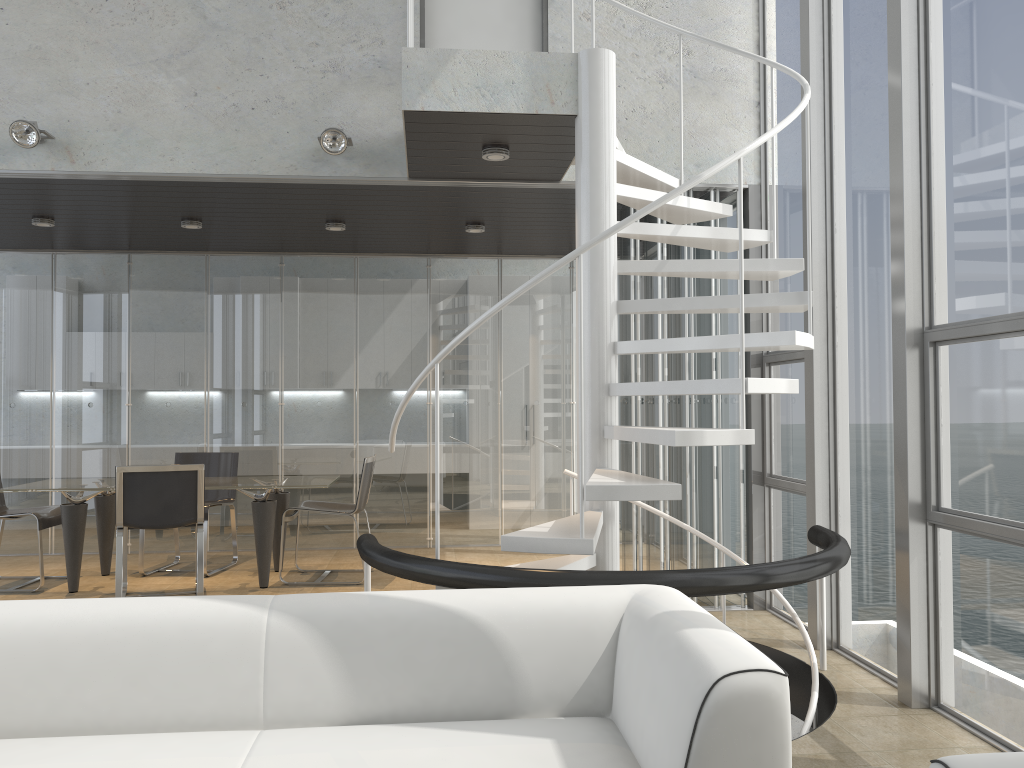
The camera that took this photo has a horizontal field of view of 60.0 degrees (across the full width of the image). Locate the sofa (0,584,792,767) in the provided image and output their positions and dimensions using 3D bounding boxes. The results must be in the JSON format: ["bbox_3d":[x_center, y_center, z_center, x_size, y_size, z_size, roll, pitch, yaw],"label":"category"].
[{"bbox_3d":[-0.696,0.959,2.342,2.601,0.638,0.971,0,-1,-6],"label":"sofa"}]

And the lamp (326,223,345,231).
[{"bbox_3d":[-1.353,-1.206,6.800,0.149,0.038,0.149,-1,-1,9],"label":"lamp"}]

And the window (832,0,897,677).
[{"bbox_3d":[1.754,-1.456,4.363,0.010,5.653,0.742,0,-1,-6],"label":"window"}]

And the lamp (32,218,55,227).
[{"bbox_3d":[-3.485,-1.201,6.593,0.149,0.038,0.149,-1,-1,9],"label":"lamp"}]

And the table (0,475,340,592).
[{"bbox_3d":[-2.469,1.100,6.635,2.250,0.733,0.900,0,-1,-6],"label":"table"}]

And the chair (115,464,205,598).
[{"bbox_3d":[-2.397,0.998,6.063,0.546,0.922,0.660,0,-2,-21],"label":"chair"}]

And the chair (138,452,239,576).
[{"bbox_3d":[-2.563,1.024,7.089,0.546,0.922,0.660,0,-1,4],"label":"chair"}]

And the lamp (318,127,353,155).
[{"bbox_3d":[-1.054,-1.429,5.282,0.197,0.154,0.254,0,-1,-6],"label":"lamp"}]

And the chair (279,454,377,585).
[{"bbox_3d":[-1.372,1.009,6.731,0.660,0.922,0.546,0,-1,-1],"label":"chair"}]

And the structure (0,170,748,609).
[{"bbox_3d":[-3.045,-1.930,2.774,9.817,6.605,10.665,0,-1,-7],"label":"structure"}]

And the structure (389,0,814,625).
[{"bbox_3d":[-1.839,0.992,5.519,6.700,6.900,4.916,0,-1,-6],"label":"structure"}]

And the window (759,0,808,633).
[{"bbox_3d":[1.651,-1.432,5.270,0.050,5.700,0.800,0,-1,-6],"label":"window"}]

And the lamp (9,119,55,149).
[{"bbox_3d":[-2.777,-1.425,5.114,0.197,0.154,0.254,0,-1,-6],"label":"lamp"}]

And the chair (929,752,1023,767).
[{"bbox_3d":[1.055,0.920,1.128,0.720,0.635,0.829,0,-1,-1],"label":"chair"}]

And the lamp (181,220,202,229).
[{"bbox_3d":[-2.419,-1.204,6.696,0.149,0.038,0.149,-1,-1,9],"label":"lamp"}]

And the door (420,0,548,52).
[{"bbox_3d":[-0.178,-2.616,5.580,0.800,2.100,0.100,0,-1,-6],"label":"door"}]

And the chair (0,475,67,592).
[{"bbox_3d":[-3.645,1.015,6.516,0.660,0.922,0.546,0,-1,-1],"label":"chair"}]

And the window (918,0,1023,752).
[{"bbox_3d":[1.827,-1.479,3.452,0.050,5.700,0.800,0,-1,-6],"label":"window"}]

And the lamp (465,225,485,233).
[{"bbox_3d":[-0.287,-1.209,6.904,0.149,0.038,0.149,-1,-1,9],"label":"lamp"}]

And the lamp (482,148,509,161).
[{"bbox_3d":[-0.089,-1.261,4.867,0.149,0.038,0.149,-1,-1,9],"label":"lamp"}]
